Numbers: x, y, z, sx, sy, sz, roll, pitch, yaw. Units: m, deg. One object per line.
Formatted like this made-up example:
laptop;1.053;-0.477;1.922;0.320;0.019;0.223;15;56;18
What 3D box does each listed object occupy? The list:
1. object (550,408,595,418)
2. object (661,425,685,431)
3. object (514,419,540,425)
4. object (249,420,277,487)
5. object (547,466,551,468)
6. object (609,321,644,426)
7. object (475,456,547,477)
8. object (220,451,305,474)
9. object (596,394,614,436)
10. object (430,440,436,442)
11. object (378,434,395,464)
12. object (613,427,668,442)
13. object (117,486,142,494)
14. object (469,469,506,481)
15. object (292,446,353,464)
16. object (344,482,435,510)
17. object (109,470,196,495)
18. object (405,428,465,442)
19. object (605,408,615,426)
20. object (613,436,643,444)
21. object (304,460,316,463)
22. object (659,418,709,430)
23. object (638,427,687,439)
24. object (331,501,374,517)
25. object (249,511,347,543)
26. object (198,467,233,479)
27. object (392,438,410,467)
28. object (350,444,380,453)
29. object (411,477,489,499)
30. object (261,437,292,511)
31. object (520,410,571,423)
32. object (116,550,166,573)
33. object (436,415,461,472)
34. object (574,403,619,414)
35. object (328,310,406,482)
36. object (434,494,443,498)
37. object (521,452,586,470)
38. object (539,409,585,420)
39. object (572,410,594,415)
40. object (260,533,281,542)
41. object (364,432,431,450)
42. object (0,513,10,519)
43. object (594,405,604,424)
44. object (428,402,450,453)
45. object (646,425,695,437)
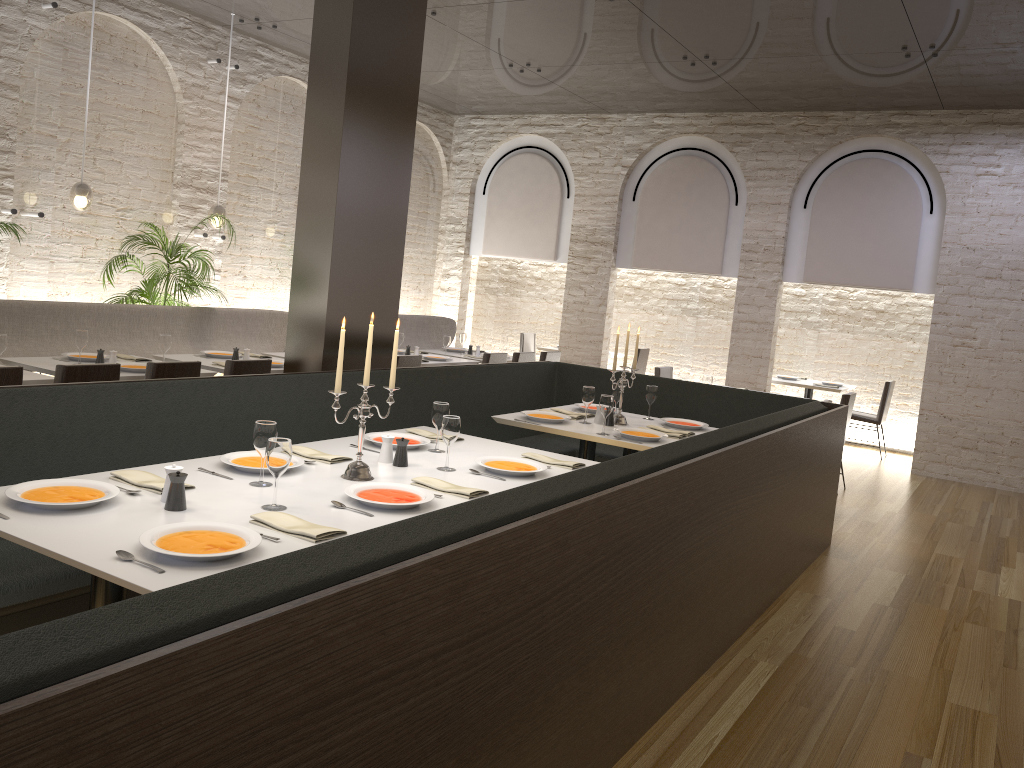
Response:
object;0.405;0.193;5.884;0.273;0.033;0.143;9;7;30
object;1.033;0.282;5.664;0.182;0.015;0.038;10;7;31
object;0.095;0.228;5.321;0.185;0.010;0.017;10;7;30
object;-0.900;0.252;3.210;0.086;0.230;0.086;8;5;30
object;0.097;0.367;4.072;0.185;0.010;0.017;10;7;30
object;0.713;-0.070;5.637;0.132;0.655;0.390;9;6;41
object;-0.006;0.367;3.889;0.322;0.036;0.322;9;7;26
object;-0.979;0.314;3.476;0.321;0.036;0.323;1;8;-40
object;0.544;0.181;5.163;0.086;0.230;0.086;4;5;-24
object;-0.444;0.272;4.403;0.182;0.015;0.038;10;7;31
object;-0.539;0.278;3.814;0.069;0.126;0.069;8;5;24
object;0.749;0.300;5.174;0.321;0.036;0.323;6;6;6
object;-1.297;0.347;2.952;0.182;0.015;0.038;10;7;31
object;-0.105;0.382;3.730;0.182;0.015;0.038;10;7;31
object;-0.830;0.301;3.784;0.273;0.033;0.143;9;7;30
object;-0.437;0.405;3.155;0.321;0.036;0.323;1;8;-40
object;-1.247;0.338;3.074;0.273;0.033;0.143;9;7;30
object;-0.394;0.263;4.525;0.273;0.033;0.143;9;7;30
object;0.612;0.202;5.546;0.068;0.126;0.069;4;5;-18
object;0.654;0.316;5.020;0.182;0.015;0.038;10;7;31
object;-0.880;0.311;3.662;0.182;0.015;0.038;10;7;31
object;1.128;0.267;5.817;0.321;0.036;0.323;5;6;-12
object;0.912;0.299;5.400;0.273;0.033;0.143;9;7;30
object;-0.540;0.420;2.989;0.182;0.015;0.038;10;7;31
object;-0.658;0.437;2.728;0.273;0.033;0.143;9;7;30
object;-1.099;0.332;3.291;0.185;0.010;0.017;10;7;30
object;-0.470;0.290;3.770;0.069;0.126;0.069;8;5;24
object;-0.664;0.294;4.031;0.185;0.010;0.017;10;7;30
object;-0.241;0.400;3.438;0.273;0.033;0.143;9;7;30
object;-0.775;0.297;2.921;0.086;0.230;0.087;4;4;-18
object;0.207;0.209;5.494;0.321;0.036;0.323;6;6;6
object;-0.958;0.457;2.279;0.182;0.015;0.038;10;7;31
object;-0.269;0.252;3.781;0.086;0.230;0.086;10;6;42
object;0.586;0.176;6.137;0.322;0.036;0.322;9;7;26
object;-0.572;0.042;3.453;0.132;0.655;0.390;9;6;41
object;-0.339;0.405;3.331;0.185;0.010;0.017;10;7;30
object;0.195;0.362;4.179;0.273;0.033;0.143;9;7;30
object;0.326;0.200;5.751;0.273;0.033;0.143;9;7;30
object;0.488;0.193;5.989;0.185;0.010;0.017;10;7;30
object;-0.757;0.442;2.621;0.185;0.010;0.017;10;7;30
object;-0.548;0.276;4.209;0.322;0.036;0.322;9;7;26
object;-1.517;0.369;2.581;0.185;0.010;0.017;10;7;30
object;0.555;0.190;5.607;0.068;0.126;0.069;4;5;-18
object;-0.343;0.203;4.158;0.086;0.230;0.086;10;6;42
object;0.991;0.292;5.533;0.273;0.033;0.143;9;7;30
